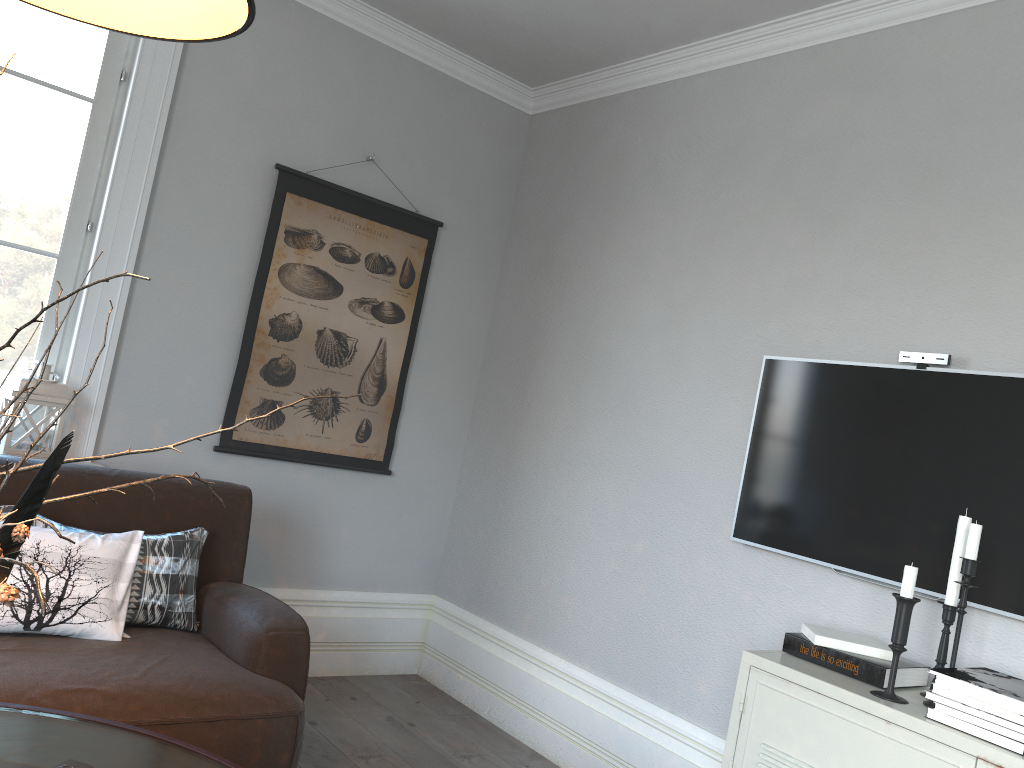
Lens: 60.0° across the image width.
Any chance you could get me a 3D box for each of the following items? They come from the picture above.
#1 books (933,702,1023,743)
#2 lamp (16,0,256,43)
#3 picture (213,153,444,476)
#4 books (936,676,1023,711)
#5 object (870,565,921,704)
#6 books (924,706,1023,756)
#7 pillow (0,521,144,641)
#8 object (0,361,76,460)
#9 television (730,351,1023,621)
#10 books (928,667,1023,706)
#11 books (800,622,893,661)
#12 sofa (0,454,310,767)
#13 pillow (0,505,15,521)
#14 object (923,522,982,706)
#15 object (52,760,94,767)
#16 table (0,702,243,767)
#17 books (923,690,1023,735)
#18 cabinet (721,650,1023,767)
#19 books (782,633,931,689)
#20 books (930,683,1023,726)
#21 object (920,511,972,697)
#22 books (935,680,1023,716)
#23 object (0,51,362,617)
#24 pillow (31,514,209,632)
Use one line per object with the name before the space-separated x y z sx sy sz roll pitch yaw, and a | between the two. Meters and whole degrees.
books | 1.042 0.707 1.868 0.253 0.016 0.200 13 -3 -40
lamp | -0.474 -1.071 1.137 0.504 1.076 0.503 11 -3 9
picture | -0.710 -0.315 3.659 0.792 1.313 0.057 13 -4 -38
books | 1.051 0.650 1.873 0.260 0.010 0.196 13 -3 -40
object | 0.880 0.557 2.007 0.083 0.311 0.082 10 -3 29
books | 1.041 0.727 1.878 0.271 0.022 0.200 13 -3 -36
pillow | -1.203 0.495 2.284 0.470 0.309 0.188 13 -4 -37
object | -1.586 0.083 2.932 0.193 0.322 0.193 14 -4 -44
television | 1.103 0.237 2.469 0.041 0.657 1.063 13 -4 -38
books | 1.050 0.642 1.881 0.263 0.008 0.212 13 -3 -37
books | 0.852 0.655 2.254 0.199 0.024 0.160 11 -3 6
sofa | -1.570 0.578 2.016 2.163 0.825 0.969 13 -3 -38
pillow | -1.475 0.446 2.163 0.472 0.348 0.159 13 -4 -40
object | 1.014 0.521 2.002 0.092 0.431 0.092 11 -3 11
object | -0.741 0.630 1.387 0.051 0.011 0.207 11 -3 12
table | -0.857 0.851 1.035 1.300 0.503 1.299 9 -4 45
books | 1.047 0.692 1.881 0.271 0.016 0.222 13 -3 -38
cabinet | 0.984 1.109 1.834 0.408 0.757 1.152 13 -3 -38
books | 0.865 0.693 2.236 0.218 0.049 0.276 13 -3 -38
books | 1.045 0.674 1.874 0.251 0.019 0.200 13 -3 -36
object | 1.042 0.520 2.104 0.066 0.457 0.066 10 -3 19
books | 1.053 0.661 1.875 0.265 0.010 0.196 13 -3 -38
object | -0.586 0.110 1.089 0.525 1.066 0.852 10 -3 23
pillow | -1.119 0.535 2.495 0.541 0.288 0.183 13 -3 -37
